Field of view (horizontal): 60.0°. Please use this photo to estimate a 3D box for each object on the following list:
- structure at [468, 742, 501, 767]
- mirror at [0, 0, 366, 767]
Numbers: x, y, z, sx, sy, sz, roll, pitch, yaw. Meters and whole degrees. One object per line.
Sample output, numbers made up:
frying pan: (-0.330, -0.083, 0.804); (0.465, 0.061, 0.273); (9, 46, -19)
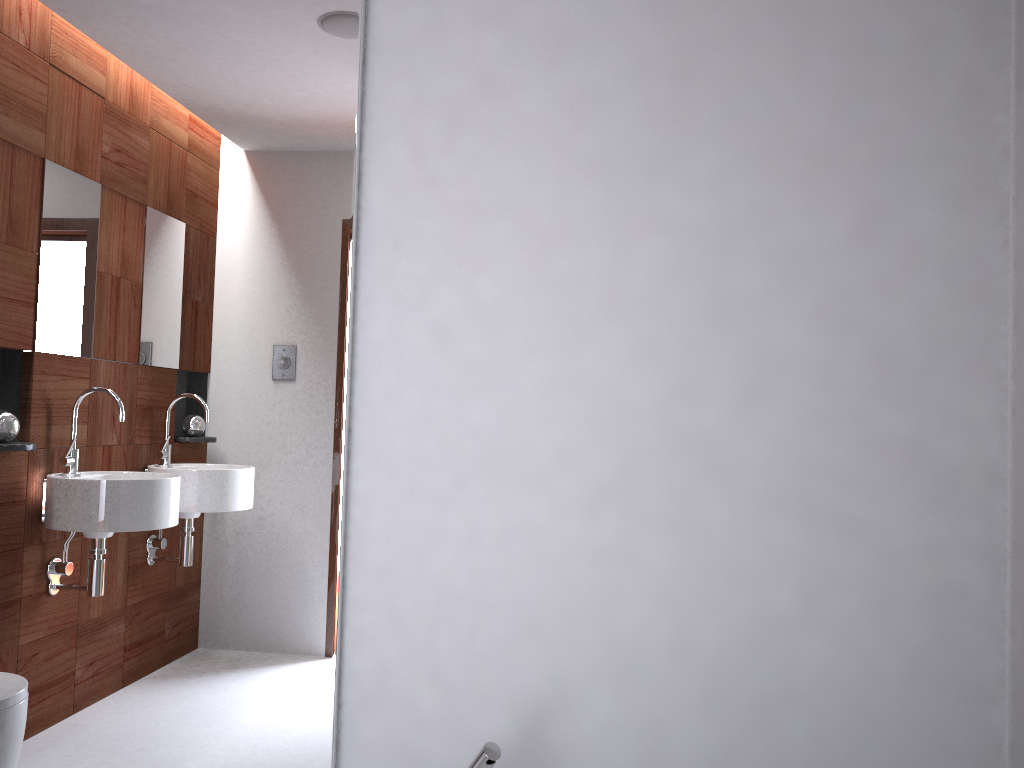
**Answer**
structure: (-0.090, 0.613, 1.285); (0.239, 0.257, 0.112); (0, -3, 38)
mirror: (-0.981, -0.095, 1.575); (1.433, 2.183, 0.019); (2, -2, 7)
